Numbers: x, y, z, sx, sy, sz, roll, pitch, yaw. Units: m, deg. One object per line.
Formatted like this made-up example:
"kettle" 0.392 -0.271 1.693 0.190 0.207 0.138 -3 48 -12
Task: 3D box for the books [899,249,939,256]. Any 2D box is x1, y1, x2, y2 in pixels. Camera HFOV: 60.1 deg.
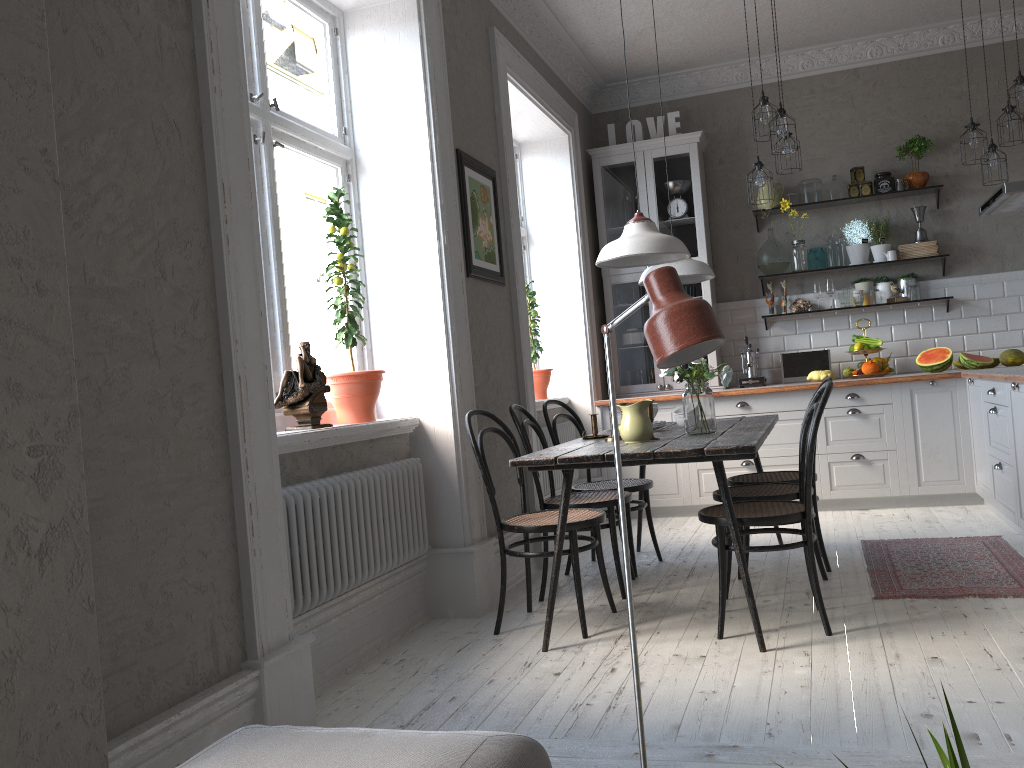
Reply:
"books" 2.926 -0.937 6.372 0.256 0.016 0.160 -5 0 27

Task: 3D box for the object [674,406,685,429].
"object" 0.843 0.154 4.267 0.122 0.119 0.130 -5 0 34

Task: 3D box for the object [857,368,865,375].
"object" 2.475 -0.076 6.315 0.069 0.076 0.229 -5 0 1

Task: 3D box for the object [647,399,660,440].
"object" 0.580 0.149 3.694 0.058 0.167 0.060 -5 0 31

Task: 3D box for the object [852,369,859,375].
"object" 2.455 -0.084 6.304 0.090 0.057 0.083 -5 0 -40

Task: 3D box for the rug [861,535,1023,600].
"rug" 2.028 0.836 4.132 0.727 0.014 1.305 -5 0 19

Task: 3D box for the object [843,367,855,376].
"object" 2.429 -0.084 6.350 0.155 0.072 0.075 -5 0 -43

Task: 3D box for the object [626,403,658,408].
"object" 0.622 0.146 4.288 0.178 0.094 0.181 -5 0 9

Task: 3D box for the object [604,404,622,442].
"object" 0.442 0.160 3.850 0.096 0.172 0.096 -5 0 -1

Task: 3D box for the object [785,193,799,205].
"object" 2.092 -1.364 6.613 0.102 0.111 0.104 -5 0 18

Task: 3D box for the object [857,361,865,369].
"object" 2.538 -0.128 6.372 0.077 0.076 0.157 -5 0 44

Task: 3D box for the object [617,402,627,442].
"object" 0.475 0.156 3.763 0.061 0.172 0.063 -5 0 39

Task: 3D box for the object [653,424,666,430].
"object" 0.629 0.219 4.288 0.232 0.027 0.242 -5 0 36

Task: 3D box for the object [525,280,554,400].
"object" 0.134 -0.298 6.015 0.265 0.813 0.254 -5 0 -45

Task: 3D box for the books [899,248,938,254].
"books" 2.925 -0.948 6.372 0.257 0.011 0.160 -5 0 23

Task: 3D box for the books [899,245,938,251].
"books" 2.923 -0.969 6.372 0.257 0.011 0.160 -5 0 23

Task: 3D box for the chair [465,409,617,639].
"chair" 0.121 0.546 3.699 0.540 0.920 0.445 -5 0 25

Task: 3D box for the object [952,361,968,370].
"object" 3.169 -0.132 6.157 0.196 0.067 0.104 -5 0 24

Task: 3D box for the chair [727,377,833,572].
"chair" 1.341 0.446 4.386 0.543 0.920 0.442 -5 0 15

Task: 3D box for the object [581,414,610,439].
"object" 0.385 0.196 4.122 0.139 0.112 0.139 -5 0 0

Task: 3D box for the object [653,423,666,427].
"object" 0.628 0.210 4.288 0.240 0.027 0.235 -5 0 -14

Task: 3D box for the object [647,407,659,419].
"object" 0.624 0.166 4.288 0.178 0.094 0.181 -5 0 9

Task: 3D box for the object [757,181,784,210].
"object" 1.918 -1.403 6.604 0.187 0.216 0.176 -5 0 32

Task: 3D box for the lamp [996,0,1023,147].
"lamp" 3.135 -2.404 5.686 0.149 1.735 0.144 -5 0 -30

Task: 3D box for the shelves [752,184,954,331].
"shelves" 2.481 -0.887 6.501 1.301 0.923 0.231 -5 0 17

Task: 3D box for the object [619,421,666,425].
"object" 0.627 0.202 4.289 0.232 0.027 0.242 -5 -1 41

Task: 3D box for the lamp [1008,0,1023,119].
"lamp" 3.107 -2.532 5.512 0.148 1.735 0.145 -5 0 -10

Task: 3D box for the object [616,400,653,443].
"object" 0.501 0.154 3.630 0.152 0.170 0.134 -5 0 -21

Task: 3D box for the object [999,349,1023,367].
"object" 3.360 -0.177 5.943 0.206 0.119 0.130 -5 0 -20

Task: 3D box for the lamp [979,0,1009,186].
"lamp" 2.994 -2.139 5.623 0.148 1.735 0.145 -5 0 -10

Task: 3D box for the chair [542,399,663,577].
"chair" 0.477 0.522 4.693 0.539 0.920 0.446 -5 0 30

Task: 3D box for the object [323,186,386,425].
"object" -0.680 -0.333 3.633 0.275 0.991 0.265 -5 0 -33

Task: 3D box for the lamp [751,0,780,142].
"lamp" 1.432 -2.315 5.239 0.146 1.735 0.147 -5 0 5

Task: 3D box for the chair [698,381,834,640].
"chair" 0.993 0.469 3.415 0.543 0.920 0.442 -5 0 15

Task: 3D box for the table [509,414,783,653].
"table" 0.756 0.587 4.072 0.894 0.735 1.943 -5 0 19

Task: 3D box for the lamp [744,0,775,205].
"lamp" 1.450 -1.974 5.409 0.148 1.735 0.145 -5 0 -15

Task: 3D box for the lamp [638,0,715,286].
"lamp" 0.738 -1.432 4.401 0.373 1.858 0.385 -5 0 25

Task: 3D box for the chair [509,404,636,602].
"chair" 0.300 0.534 4.232 0.543 0.920 0.442 -5 0 15

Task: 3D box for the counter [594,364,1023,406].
"counter" 1.810 0.025 5.038 3.123 0.039 3.432 -5 0 18

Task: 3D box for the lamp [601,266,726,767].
"lamp" 0.195 0.267 1.200 0.141 0.839 0.246 -5 0 -36

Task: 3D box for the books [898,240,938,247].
"books" 2.920 -1.001 6.372 0.257 0.011 0.160 -5 0 23

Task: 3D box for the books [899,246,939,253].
"books" 2.924 -0.959 6.372 0.257 0.011 0.160 -5 0 20

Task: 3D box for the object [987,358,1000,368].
"object" 3.249 -0.143 6.030 0.203 0.073 0.118 -5 0 -19

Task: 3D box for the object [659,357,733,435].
"object" 0.782 0.008 3.757 0.308 0.414 0.254 -5 0 16

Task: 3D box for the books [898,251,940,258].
"books" 2.927 -0.926 6.372 0.256 0.016 0.160 -5 0 30

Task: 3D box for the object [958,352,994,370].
"object" 3.097 -0.158 5.891 0.224 0.127 0.148 -5 0 0

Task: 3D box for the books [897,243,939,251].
"books" 2.922 -0.980 6.372 0.256 0.016 0.160 -5 0 30

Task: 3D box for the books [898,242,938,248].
"books" 2.921 -0.991 6.372 0.256 0.016 0.160 -5 0 27

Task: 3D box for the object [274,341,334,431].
"object" -0.778 0.005 3.256 0.118 0.329 0.240 -5 0 20

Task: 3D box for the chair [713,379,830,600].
"chair" 1.164 0.458 3.928 0.540 0.920 0.445 -5 0 25

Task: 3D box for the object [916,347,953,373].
"object" 2.868 -0.161 6.014 0.231 0.174 0.222 -5 0 40

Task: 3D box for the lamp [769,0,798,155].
"lamp" 1.481 -2.189 5.059 0.149 1.735 0.144 -5 0 -25

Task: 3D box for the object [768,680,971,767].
"object" 0.432 0.460 0.718 0.717 0.420 0.676 -5 0 36

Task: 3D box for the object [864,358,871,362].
"object" 2.564 -0.141 6.356 0.084 0.093 0.087 -5 0 14

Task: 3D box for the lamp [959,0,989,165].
"lamp" 2.818 -2.248 5.532 0.150 1.735 0.143 -5 0 -40

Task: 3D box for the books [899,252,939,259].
"books" 2.928 -0.915 6.372 0.257 0.011 0.160 -5 0 23

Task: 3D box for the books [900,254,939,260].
"books" 2.929 -0.904 6.372 0.257 0.011 0.160 -5 0 20

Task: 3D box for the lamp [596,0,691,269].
"lamp" 0.444 -1.413 3.545 0.387 1.858 0.372 -5 0 -35

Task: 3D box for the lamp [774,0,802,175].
"lamp" 1.600 -2.147 5.356 0.146 1.735 0.147 -5 0 5

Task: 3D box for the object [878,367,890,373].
"object" 2.606 -0.089 6.215 0.069 0.051 0.088 -5 0 -24
